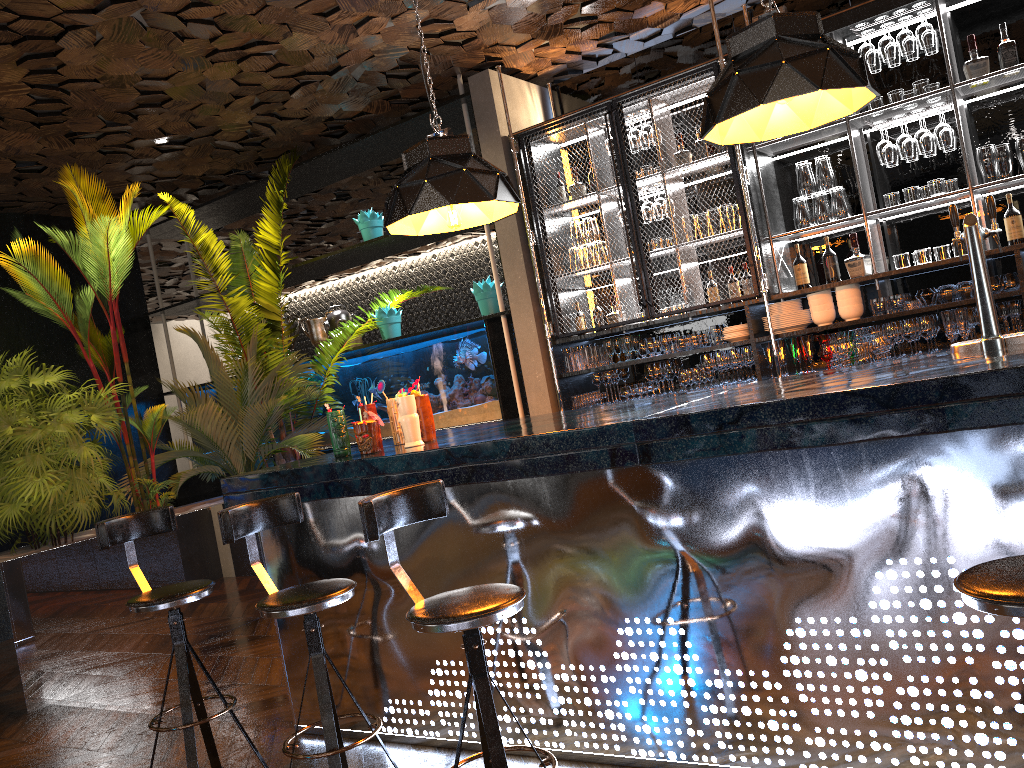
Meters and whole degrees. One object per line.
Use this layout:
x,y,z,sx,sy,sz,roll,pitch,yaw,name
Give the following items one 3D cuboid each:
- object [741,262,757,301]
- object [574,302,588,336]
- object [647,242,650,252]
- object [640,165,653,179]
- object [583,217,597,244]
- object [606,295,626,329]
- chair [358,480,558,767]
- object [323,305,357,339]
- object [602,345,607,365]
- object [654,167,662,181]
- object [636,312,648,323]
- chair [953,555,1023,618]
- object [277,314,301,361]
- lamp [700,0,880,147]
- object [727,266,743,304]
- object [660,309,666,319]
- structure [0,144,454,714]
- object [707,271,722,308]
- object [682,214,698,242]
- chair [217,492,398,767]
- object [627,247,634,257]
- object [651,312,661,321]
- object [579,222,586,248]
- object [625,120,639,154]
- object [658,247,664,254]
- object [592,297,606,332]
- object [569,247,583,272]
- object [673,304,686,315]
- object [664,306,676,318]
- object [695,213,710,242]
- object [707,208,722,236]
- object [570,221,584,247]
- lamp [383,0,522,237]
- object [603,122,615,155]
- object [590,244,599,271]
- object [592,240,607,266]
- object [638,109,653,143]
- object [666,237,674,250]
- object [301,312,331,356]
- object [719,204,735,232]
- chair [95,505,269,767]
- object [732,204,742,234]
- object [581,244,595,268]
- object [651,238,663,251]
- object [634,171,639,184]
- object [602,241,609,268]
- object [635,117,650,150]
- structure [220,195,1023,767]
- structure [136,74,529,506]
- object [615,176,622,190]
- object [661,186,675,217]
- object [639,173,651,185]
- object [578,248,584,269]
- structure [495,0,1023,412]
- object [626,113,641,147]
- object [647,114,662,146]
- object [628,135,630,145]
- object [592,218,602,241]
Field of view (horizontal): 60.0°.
1.540,-0.665,5.791,0.075,0.260,0.075,-11,0,-7,object
0.497,-0.473,6.501,0.075,0.261,0.075,-11,0,-7,object
0.914,-0.930,6.120,0.077,0.080,0.077,-10,0,12,object
0.917,-1.435,6.019,0.077,0.080,0.077,-11,0,-20,object
0.556,-1.102,6.375,0.092,0.182,0.092,-10,0,29,object
0.738,-0.509,6.317,0.108,0.244,0.108,-11,0,-43,object
-0.102,0.823,2.375,0.476,1.108,0.419,-10,0,34,chair
-1.513,-0.548,7.795,0.290,0.292,0.278,-11,0,-19,object
0.656,-0.207,6.446,0.058,0.152,0.051,-11,0,-32,object
1.027,-1.456,6.137,0.077,0.080,0.077,-11,0,-20,object
0.907,-0.457,6.161,0.077,0.080,0.077,-11,0,-17,object
1.090,0.605,1.684,0.419,1.108,0.476,-11,0,-41,chair
-2.139,-0.388,8.335,0.250,0.472,0.458,-11,0,-29,object
0.817,-1.691,3.081,0.582,1.564,0.607,-10,0,34,lamp
1.467,-0.652,5.866,0.075,0.260,0.075,-11,0,-7,object
1.044,-0.482,6.247,0.077,0.080,0.077,-11,0,-17,object
-2.296,-0.036,6.922,1.873,3.561,4.073,-10,0,35,structure
1.343,-0.628,5.924,0.075,0.261,0.075,-11,0,-7,object
1.187,-1.032,5.904,0.092,0.182,0.092,-10,0,29,object
-0.646,0.921,2.888,0.476,1.108,0.419,-10,0,34,chair
0.852,-0.919,6.208,0.077,0.080,0.077,-11,0,-44,object
0.986,-0.471,6.094,0.077,0.080,0.077,-10,0,20,object
0.518,-1.096,6.509,0.092,0.182,0.092,-10,0,29,object
0.837,-1.723,6.190,0.081,0.213,0.081,-10,0,40,object
1.017,-0.950,6.168,0.077,0.080,0.077,-11,0,-2,object
0.618,-0.496,6.385,0.075,0.260,0.075,-11,0,-22,object
0.461,-0.900,6.454,0.092,0.182,0.092,-10,0,29,object
1.141,-0.499,6.025,0.077,0.080,0.077,-10,0,22,object
1.096,-0.491,6.122,0.077,0.080,0.077,-11,0,0,object
1.287,-1.051,5.957,0.092,0.182,0.092,-10,0,29,object
1.336,-1.059,5.831,0.092,0.182,0.092,-10,0,29,object
0.469,-1.086,6.425,0.092,0.182,0.092,-10,0,29,object
-0.386,-1.444,3.752,0.582,1.606,0.607,-10,0,34,lamp
0.680,-1.694,6.124,0.081,0.213,0.081,-10,0,40,object
0.593,-0.924,6.480,0.092,0.182,0.092,-10,0,29,object
0.623,-0.929,6.332,0.092,0.182,0.092,-10,0,29,object
0.903,-1.735,5.972,0.081,0.213,0.081,-10,0,40,object
1.106,-0.966,6.115,0.077,0.080,0.077,-10,0,30,object
-1.740,-0.427,8.069,0.232,0.398,0.378,-11,0,-26,object
1.402,-1.071,5.761,0.092,0.182,0.092,-10,0,29,object
-1.280,1.037,3.399,0.476,1.108,0.419,-10,0,34,chair
1.462,-1.083,5.834,0.092,0.182,0.092,-10,0,29,object
0.547,-0.915,6.397,0.092,0.182,0.092,-10,0,29,object
0.986,-0.943,6.007,0.077,0.080,0.077,-10,0,30,object
0.838,-1.421,6.125,0.077,0.080,0.077,-11,0,-20,object
0.666,-0.937,6.419,0.092,0.182,0.092,-10,0,29,object
0.908,-1.736,6.142,0.081,0.213,0.081,-10,0,40,object
1.577,0.216,2.665,6.009,1.685,1.214,-10,0,34,structure
-1.571,-0.261,7.876,4.269,3.734,0.705,-10,0,34,structure
0.763,-1.408,6.201,0.077,0.080,0.077,-10,0,25,object
1.073,-1.258,6.094,0.081,0.213,0.081,-10,0,40,object
0.932,-1.439,6.190,0.077,0.080,0.077,-11,0,0,object
0.509,-0.909,6.545,0.092,0.182,0.092,-10,0,29,object
3.005,-1.005,4.553,6.750,3.553,1.143,-10,0,34,structure
0.829,-1.721,6.023,0.081,0.213,0.081,-10,0,40,object
0.982,-1.750,6.092,0.081,0.213,0.081,-10,0,40,object
0.758,-1.708,6.071,0.081,0.213,0.081,-10,0,40,object
0.597,-1.110,6.443,0.092,0.182,0.092,-10,0,29,object
